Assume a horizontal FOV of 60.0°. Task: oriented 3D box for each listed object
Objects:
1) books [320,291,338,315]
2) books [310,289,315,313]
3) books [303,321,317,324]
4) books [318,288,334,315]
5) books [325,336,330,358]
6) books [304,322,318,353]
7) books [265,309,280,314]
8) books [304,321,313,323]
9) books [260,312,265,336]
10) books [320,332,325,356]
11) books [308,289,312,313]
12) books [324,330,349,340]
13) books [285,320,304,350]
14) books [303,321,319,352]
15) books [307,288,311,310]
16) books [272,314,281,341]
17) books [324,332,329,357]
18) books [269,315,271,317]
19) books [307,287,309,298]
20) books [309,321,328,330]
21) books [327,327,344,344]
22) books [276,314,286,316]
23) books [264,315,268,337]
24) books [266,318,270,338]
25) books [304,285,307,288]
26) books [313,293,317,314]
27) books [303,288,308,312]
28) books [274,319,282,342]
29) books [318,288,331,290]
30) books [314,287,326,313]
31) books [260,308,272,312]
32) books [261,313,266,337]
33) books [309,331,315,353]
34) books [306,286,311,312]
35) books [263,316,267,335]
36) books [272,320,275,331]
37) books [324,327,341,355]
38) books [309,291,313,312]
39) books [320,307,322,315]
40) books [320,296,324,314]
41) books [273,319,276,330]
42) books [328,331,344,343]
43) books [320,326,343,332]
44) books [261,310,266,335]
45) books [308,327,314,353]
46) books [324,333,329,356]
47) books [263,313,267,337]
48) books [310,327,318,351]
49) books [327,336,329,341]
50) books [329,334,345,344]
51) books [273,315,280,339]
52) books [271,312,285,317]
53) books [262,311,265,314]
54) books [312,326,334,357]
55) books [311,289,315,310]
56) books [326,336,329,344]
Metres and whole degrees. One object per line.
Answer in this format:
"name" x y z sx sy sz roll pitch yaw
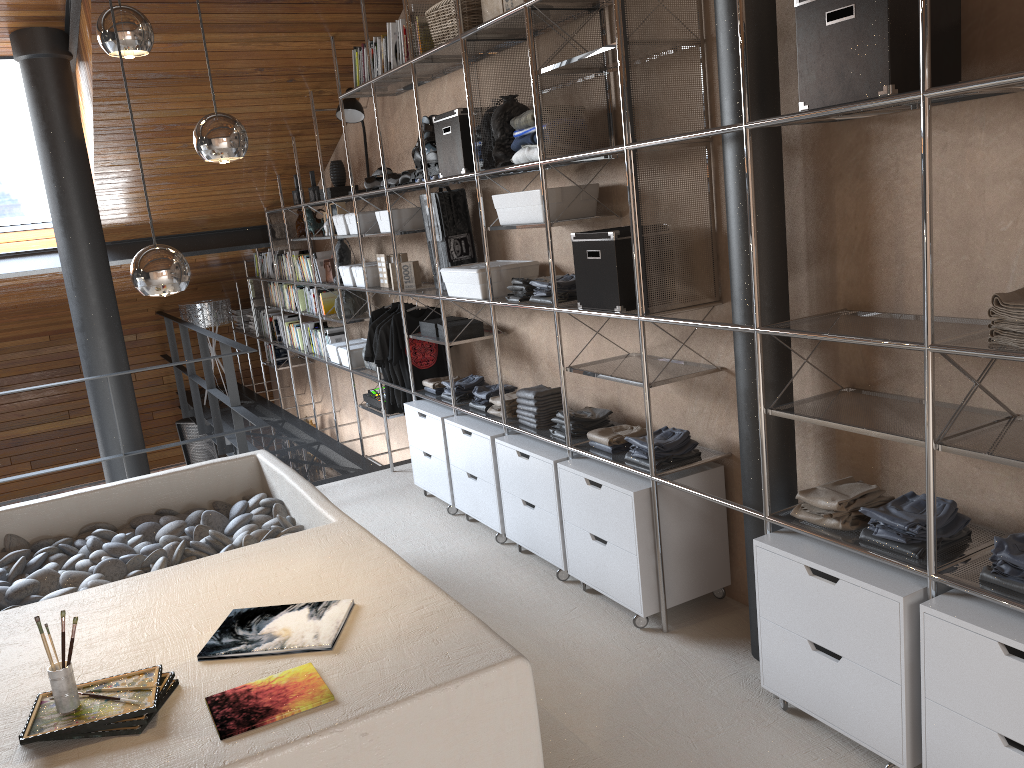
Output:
"books" -1.366 -0.611 6.688 0.129 0.165 0.056 -12 13 -27
"books" -1.480 -0.653 6.884 0.148 0.190 0.013 -12 13 -27
"books" -1.607 -0.392 7.223 0.143 0.236 0.062 -12 13 -27
"books" -1.392 -0.624 6.709 0.129 0.186 0.050 -12 13 -27
"books" -1.349 -0.293 6.777 0.130 0.167 0.046 -12 13 -27
"books" -1.583 -0.378 7.147 0.148 0.232 0.053 -12 13 -27
"books" -2.268 -0.587 8.457 0.143 0.268 0.020 -12 13 -27
"books" -1.679 -0.405 7.360 0.118 0.220 0.054 -12 13 -27
"books" -2.352 -0.589 8.597 0.148 0.234 0.013 -12 13 -27
"books" -1.402 -0.320 6.881 0.148 0.189 0.053 -12 13 -27
"books" -1.519 -0.668 6.987 0.161 0.187 0.021 -12 13 -27
"books" -1.347 -0.326 6.850 0.192 0.202 0.055 -12 13 -27
"books" -1.803 -0.420 7.550 0.139 0.211 0.467 -12 13 -27
"books" -1.607 -0.384 7.188 0.148 0.232 0.053 -12 13 -27
"books" -1.533 -0.673 7.013 0.148 0.190 0.013 -12 13 -27
"books" -2.111 -0.520 8.138 0.143 0.235 0.055 -12 13 -27
"books" -1.361 -0.314 6.830 0.148 0.189 0.053 -12 13 -27
"books" -2.177 -0.536 8.254 0.129 0.231 0.010 -12 13 -27
"books" -1.519 -0.686 7.032 0.192 0.204 0.012 -12 13 -27
"books" -1.540 -0.379 7.130 0.148 0.232 0.053 -12 13 -27
"books" -1.318 -0.315 6.743 0.143 0.217 0.066 -12 13 -27
"books" -2.092 -0.520 8.132 0.148 0.232 0.053 -12 13 -27
"books" -2.282 -0.562 8.486 0.146 0.210 0.018 -12 13 -27
"books" -2.240 -0.542 8.397 0.143 0.199 0.019 -12 13 -27
"books" -1.548 -0.696 7.089 0.207 0.207 0.010 -12 13 -27
"books" -1.462 -0.636 6.864 0.143 0.161 0.019 -12 13 -27
"books" -1.574 -0.679 7.064 0.148 0.190 0.013 -12 13 -27
"books" -2.074 -0.496 8.073 0.148 0.206 0.053 -12 13 -27
"books" -1.416 -0.639 6.788 0.129 0.188 0.010 -12 13 -27
"books" -1.444 -0.652 6.848 0.146 0.195 0.023 -12 13 -27
"books" -2.326 -0.608 8.621 0.207 0.255 0.010 -12 13 -27
"books" -2.324 -0.588 8.580 0.169 0.232 0.018 -12 13 -27
"books" -1.544 -0.348 7.113 0.131 0.180 0.042 -12 13 -27
"books" -1.529 -0.688 7.040 0.191 0.207 0.012 -12 13 -27
"books" -2.299 -0.558 8.493 0.130 0.208 0.010 -12 13 -27
"books" -2.124 -0.516 8.167 0.133 0.219 0.058 -12 13 -27
"books" -1.357 -0.329 6.857 0.191 0.205 0.055 -12 13 -27
"books" -1.505 -0.654 6.953 0.146 0.171 0.018 -12 13 -27
"books" -1.403 -0.621 6.752 0.148 0.167 0.053 -12 13 -27
"books" -1.374 -0.604 6.702 0.131 0.147 0.045 -12 13 -27
"books" -2.088 -0.507 8.100 0.141 0.221 0.055 -12 13 -27
"books" -1.315 -0.297 6.728 0.129 0.186 0.050 -12 13 -27
"books" -1.376 -0.337 6.907 0.207 0.205 0.053 -12 13 -27
"books" -2.307 -0.599 8.572 0.191 0.255 0.012 -12 13 -27
"books" -1.550 -0.365 7.137 0.149 0.205 0.049 -12 13 -27
"books" -1.347 -0.309 6.805 0.161 0.187 0.060 -12 13 -27
"books" -2.297 -0.577 8.520 0.161 0.231 0.021 -12 13 -27
"books" -1.531 -0.358 7.104 0.137 0.201 0.047 -12 13 -27
"books" -1.322 -0.297 6.760 0.148 0.175 0.046 -12 13 -27
"books" -1.306 -0.286 6.722 0.130 0.166 0.046 -12 13 -27
"books" -2.082 -0.512 8.087 0.148 0.232 0.053 -12 13 -27
"books" -2.151 -0.538 8.211 0.131 0.247 0.018 -12 13 -27
"books" -2.297 -0.597 8.565 0.192 0.251 0.012 -12 13 -27
"books" -1.471 -0.341 6.993 0.136 0.210 0.273 -12 13 -27
"books" -1.469 -0.652 6.875 0.148 0.190 0.013 -12 13 -27
"books" -1.332 -0.295 6.770 0.146 0.171 0.054 -12 13 -27
